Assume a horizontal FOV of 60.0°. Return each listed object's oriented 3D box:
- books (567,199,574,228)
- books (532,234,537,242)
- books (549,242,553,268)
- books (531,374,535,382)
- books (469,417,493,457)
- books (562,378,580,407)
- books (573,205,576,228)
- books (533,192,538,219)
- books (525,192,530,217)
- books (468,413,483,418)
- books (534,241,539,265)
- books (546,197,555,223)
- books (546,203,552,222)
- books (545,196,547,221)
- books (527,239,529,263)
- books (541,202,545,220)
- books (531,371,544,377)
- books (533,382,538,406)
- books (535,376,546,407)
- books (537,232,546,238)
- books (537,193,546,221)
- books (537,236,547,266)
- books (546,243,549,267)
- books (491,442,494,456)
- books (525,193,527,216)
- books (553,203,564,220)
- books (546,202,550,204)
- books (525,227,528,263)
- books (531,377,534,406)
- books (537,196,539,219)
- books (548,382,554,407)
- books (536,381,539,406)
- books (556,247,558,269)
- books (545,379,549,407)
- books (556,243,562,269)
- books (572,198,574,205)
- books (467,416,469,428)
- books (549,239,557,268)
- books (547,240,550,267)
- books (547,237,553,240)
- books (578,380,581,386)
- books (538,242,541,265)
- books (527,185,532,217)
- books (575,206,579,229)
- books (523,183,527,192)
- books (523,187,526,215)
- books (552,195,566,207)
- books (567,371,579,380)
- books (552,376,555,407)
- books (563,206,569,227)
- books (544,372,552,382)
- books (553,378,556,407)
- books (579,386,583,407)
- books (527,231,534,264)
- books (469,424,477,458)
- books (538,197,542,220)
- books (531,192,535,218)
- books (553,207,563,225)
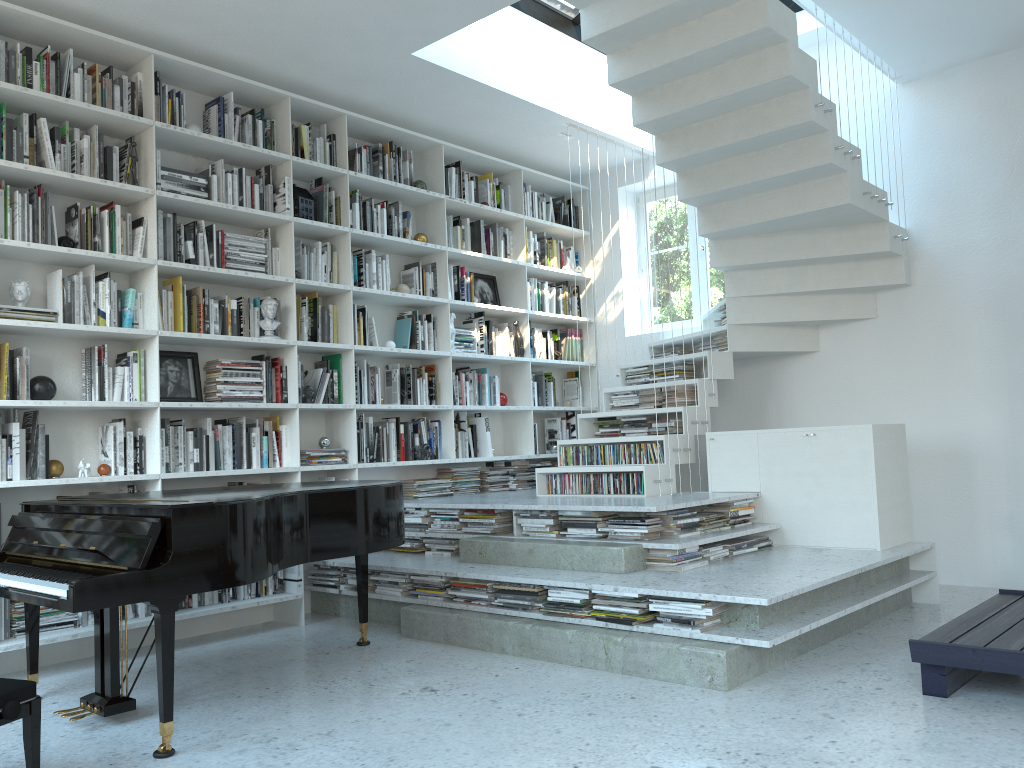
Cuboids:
[{"bbox_3d":[0.443,-1.403,7.490,0.190,0.286,0.014,-6,-5,42],"label":"books"},{"bbox_3d":[0.134,-1.044,7.027,0.158,0.263,0.023,-6,-5,42],"label":"books"},{"bbox_3d":[0.256,-1.020,7.150,0.174,0.222,0.013,-6,-5,42],"label":"books"},{"bbox_3d":[0.128,0.060,7.029,0.133,0.267,0.024,-6,-5,42],"label":"books"},{"bbox_3d":[-0.262,0.391,6.476,0.255,0.291,0.075,-6,-5,42],"label":"books"},{"bbox_3d":[0.495,0.081,7.431,0.161,0.254,0.012,-6,-5,42],"label":"books"},{"bbox_3d":[0.464,-1.381,7.537,0.185,0.248,0.014,-6,-5,42],"label":"books"},{"bbox_3d":[0.133,-1.402,7.175,0.179,0.264,0.029,-6,-5,42],"label":"books"},{"bbox_3d":[0.064,-1.395,7.087,0.182,0.243,0.023,-6,-5,42],"label":"books"},{"bbox_3d":[-0.266,0.380,6.559,0.136,0.326,0.012,-6,-5,42],"label":"books"},{"bbox_3d":[0.131,-1.011,6.997,0.190,0.193,0.024,-6,-5,42],"label":"books"},{"bbox_3d":[0.290,-1.401,7.368,0.132,0.277,0.069,-6,-5,42],"label":"books"},{"bbox_3d":[0.255,-1.371,7.310,0.163,0.212,0.057,-6,-5,42],"label":"books"},{"bbox_3d":[0.227,-1.397,7.287,0.143,0.263,0.015,-6,-5,42],"label":"books"},{"bbox_3d":[0.063,-1.019,6.926,0.166,0.205,0.024,-6,-5,42],"label":"books"},{"bbox_3d":[0.202,-1.371,7.254,0.163,0.208,0.026,-6,-5,42],"label":"books"},{"bbox_3d":[0.206,0.048,7.110,0.141,0.297,0.013,-6,-5,42],"label":"books"},{"bbox_3d":[0.126,0.091,6.995,0.172,0.201,0.029,-6,-5,42],"label":"books"},{"bbox_3d":[0.187,0.068,7.045,0.184,0.248,0.027,-6,-5,42],"label":"books"},{"bbox_3d":[0.211,-1.058,7.104,0.152,0.296,0.022,-6,-5,42],"label":"books"},{"bbox_3d":[0.214,-1.408,7.281,0.159,0.285,0.012,-6,-5,42],"label":"books"},{"bbox_3d":[0.201,-1.038,7.083,0.189,0.253,0.023,-6,-5,42],"label":"books"},{"bbox_3d":[0.222,-1.013,7.117,0.184,0.206,0.014,-6,-5,42],"label":"books"},{"bbox_3d":[-0.214,0.406,6.595,0.148,0.274,0.062,-6,-5,42],"label":"books"},{"bbox_3d":[0.046,-1.389,7.055,0.175,0.229,0.022,-6,-5,42],"label":"books"},{"bbox_3d":[0.359,-1.384,7.429,0.160,0.247,0.068,-6,-5,42],"label":"books"},{"bbox_3d":[0.267,-1.381,7.345,0.131,0.235,0.010,-6,-5,42],"label":"books"},{"bbox_3d":[0.050,-1.064,6.916,0.183,0.294,0.010,-6,-5,42],"label":"books"},{"bbox_3d":[0.104,0.070,6.981,0.151,0.242,0.022,-6,-5,42],"label":"books"},{"bbox_3d":[0.154,-1.393,7.209,0.154,0.249,0.027,-6,-5,42],"label":"books"},{"bbox_3d":[0.260,0.093,7.139,0.174,0.205,0.021,-6,-5,42],"label":"books"},{"bbox_3d":[0.151,0.090,7.041,0.149,0.208,0.025,-6,-5,42],"label":"books"},{"bbox_3d":[0.297,-1.006,7.292,0.187,0.212,0.013,-6,-5,42],"label":"books"},{"bbox_3d":[0.221,0.081,7.114,0.172,0.230,0.014,-6,-5,42],"label":"books"},{"bbox_3d":[0.343,-1.028,7.354,0.160,0.261,0.022,-6,-5,42],"label":"books"},{"bbox_3d":[0.475,-1.414,7.580,0.144,0.318,0.014,-6,-5,42],"label":"books"},{"bbox_3d":[-0.357,0.387,6.462,0.131,0.304,0.010,-6,-5,42],"label":"books"},{"bbox_3d":[0.257,-1.027,7.186,0.248,0.242,0.042,-6,-5,42],"label":"books"},{"bbox_3d":[0.240,-1.027,7.147,0.166,0.237,0.012,-6,-5,42],"label":"books"},{"bbox_3d":[0.277,-1.047,7.294,0.165,0.295,0.010,-6,-5,42],"label":"books"},{"bbox_3d":[0.522,0.091,7.465,0.152,0.237,0.022,-6,-5,42],"label":"books"},{"bbox_3d":[0.172,-1.016,7.076,0.135,0.211,0.025,-6,-5,42],"label":"books"},{"bbox_3d":[0.081,-1.425,7.111,0.184,0.306,0.012,-6,-5,42],"label":"books"},{"bbox_3d":[0.486,-1.376,7.543,0.187,0.237,0.025,-6,-5,42],"label":"books"},{"bbox_3d":[0.062,-1.435,7.113,0.151,0.326,0.012,-6,-5,42],"label":"books"},{"bbox_3d":[0.037,-1.410,7.041,0.184,0.269,0.012,-6,-5,42],"label":"books"},{"bbox_3d":[0.391,-1.415,7.473,0.162,0.313,0.014,-6,-5,42],"label":"books"},{"bbox_3d":[0.526,0.053,7.485,0.129,0.315,0.013,-6,-5,42],"label":"books"},{"bbox_3d":[0.277,0.072,7.190,0.161,0.254,0.012,-6,-5,42],"label":"books"},{"bbox_3d":[0.401,-1.369,7.445,0.192,0.216,0.012,-6,-5,42],"label":"books"},{"bbox_3d":[0.262,0.055,7.159,0.161,0.284,0.011,-6,-5,42],"label":"books"},{"bbox_3d":[0.289,0.079,7.197,0.166,0.239,0.013,-6,-5,42],"label":"books"},{"bbox_3d":[0.516,0.117,7.439,0.167,0.181,0.028,-6,-5,42],"label":"books"},{"bbox_3d":[0.085,-1.048,6.941,0.189,0.263,0.026,-6,-5,42],"label":"books"},{"bbox_3d":[-0.328,0.418,6.463,0.171,0.239,0.031,-6,-5,42],"label":"books"},{"bbox_3d":[0.178,-1.387,7.223,0.144,0.237,0.025,-6,-5,42],"label":"books"},{"bbox_3d":[0.117,-1.400,7.156,0.163,0.259,0.022,-6,-5,42],"label":"books"},{"bbox_3d":[0.342,-1.360,7.383,0.186,0.193,0.024,-6,-5,42],"label":"books"}]
